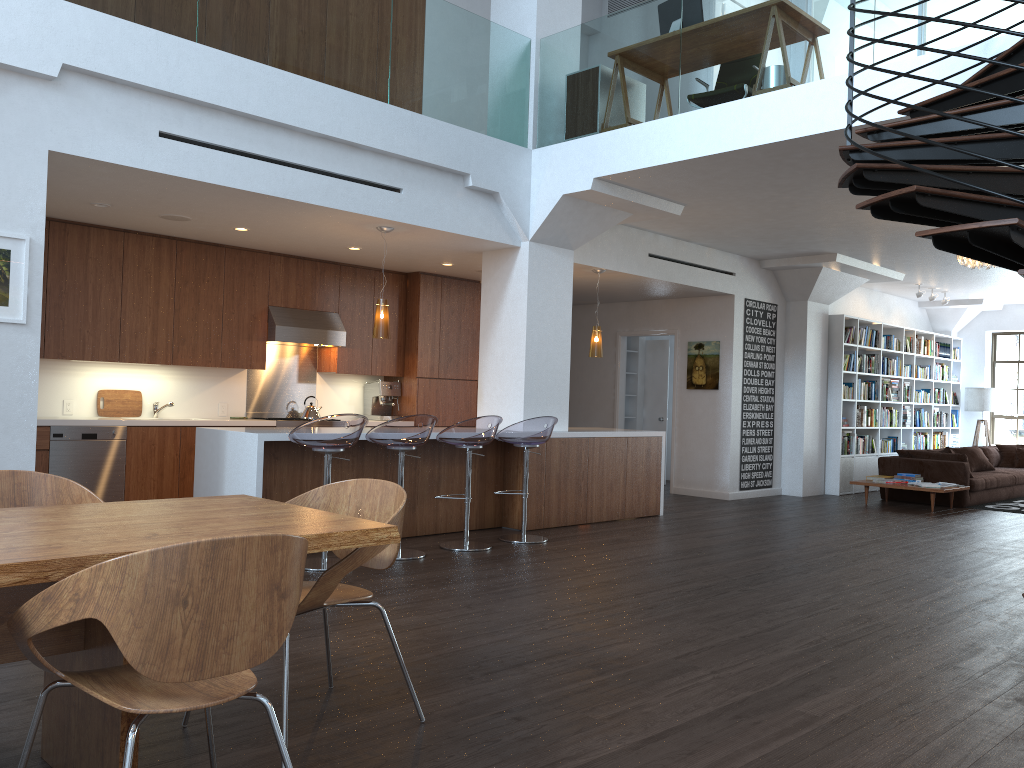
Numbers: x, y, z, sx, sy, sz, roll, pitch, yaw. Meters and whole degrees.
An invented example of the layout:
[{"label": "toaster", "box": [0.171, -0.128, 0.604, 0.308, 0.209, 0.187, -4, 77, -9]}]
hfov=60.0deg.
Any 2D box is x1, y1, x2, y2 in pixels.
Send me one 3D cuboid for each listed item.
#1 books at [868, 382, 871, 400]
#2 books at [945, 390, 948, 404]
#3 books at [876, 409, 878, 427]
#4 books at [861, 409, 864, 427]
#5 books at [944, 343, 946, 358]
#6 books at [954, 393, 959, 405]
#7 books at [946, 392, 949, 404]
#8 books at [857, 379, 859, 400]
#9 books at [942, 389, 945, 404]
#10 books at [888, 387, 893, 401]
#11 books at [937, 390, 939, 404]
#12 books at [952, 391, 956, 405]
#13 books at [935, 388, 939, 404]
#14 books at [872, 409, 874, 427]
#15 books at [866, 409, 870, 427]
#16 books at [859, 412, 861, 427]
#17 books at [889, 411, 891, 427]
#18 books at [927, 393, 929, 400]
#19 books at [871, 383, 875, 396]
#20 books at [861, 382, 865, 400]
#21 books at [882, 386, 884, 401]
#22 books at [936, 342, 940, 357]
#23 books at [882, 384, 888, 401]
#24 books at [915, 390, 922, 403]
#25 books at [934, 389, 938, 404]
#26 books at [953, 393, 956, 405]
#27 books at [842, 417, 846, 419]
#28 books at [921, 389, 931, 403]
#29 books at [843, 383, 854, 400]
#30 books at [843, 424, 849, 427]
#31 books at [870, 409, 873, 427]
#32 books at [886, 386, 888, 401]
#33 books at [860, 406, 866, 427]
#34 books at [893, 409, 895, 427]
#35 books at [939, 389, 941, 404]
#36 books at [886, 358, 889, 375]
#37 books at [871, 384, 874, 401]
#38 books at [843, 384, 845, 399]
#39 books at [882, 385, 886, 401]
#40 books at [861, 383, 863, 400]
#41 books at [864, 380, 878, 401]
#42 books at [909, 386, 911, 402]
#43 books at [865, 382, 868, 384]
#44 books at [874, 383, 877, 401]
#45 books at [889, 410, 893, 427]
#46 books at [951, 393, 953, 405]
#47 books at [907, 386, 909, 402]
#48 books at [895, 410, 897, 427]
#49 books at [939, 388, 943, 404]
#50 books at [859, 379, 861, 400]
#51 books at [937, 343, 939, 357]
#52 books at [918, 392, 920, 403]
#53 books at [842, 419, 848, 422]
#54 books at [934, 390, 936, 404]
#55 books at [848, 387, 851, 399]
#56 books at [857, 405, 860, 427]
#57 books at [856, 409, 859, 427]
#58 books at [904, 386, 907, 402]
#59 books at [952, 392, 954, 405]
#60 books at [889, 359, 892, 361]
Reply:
[{"label": "books", "box": [4.978, 0.104, 12.536, 0.034, 0.253, 0.182, 3, -1, -45]}, {"label": "books", "box": [7.077, 0.217, 14.637, 0.174, 0.236, 0.142, 1, -1, 45]}, {"label": "books", "box": [5.155, 0.485, 12.724, 0.034, 0.253, 0.183, 3, -1, -45]}, {"label": "books", "box": [4.824, 0.473, 12.403, 0.057, 0.246, 0.171, 3, -1, -45]}, {"label": "books", "box": [7.020, -0.547, 14.573, 0.042, 0.253, 0.183, 3, -1, -45]}, {"label": "books", "box": [7.418, 0.243, 14.966, 0.188, 0.215, 0.182, 3, -1, -45]}, {"label": "books", "box": [7.122, 0.233, 14.671, 0.161, 0.207, 0.135, 1, -1, 45]}, {"label": "books", "box": [4.697, 0.075, 12.272, 0.065, 0.283, 0.197, 3, -1, -45]}, {"label": "books", "box": [7.014, 0.204, 14.573, 0.042, 0.253, 0.183, 3, -1, -45]}, {"label": "books", "box": [5.504, 0.153, 13.060, 0.161, 0.207, 0.135, 1, -1, 45]}, {"label": "books", "box": [6.825, 0.210, 14.371, 0.032, 0.223, 0.161, 3, -1, -45]}, {"label": "books", "box": [7.364, 0.237, 14.944, 0.173, 0.226, 0.182, 3, -1, -45]}, {"label": "books", "box": [6.842, 0.196, 14.408, 0.042, 0.253, 0.183, 3, -1, -45]}, {"label": "books", "box": [5.058, 0.480, 12.628, 0.034, 0.253, 0.183, 3, -1, -45]}, {"label": "books", "box": [4.975, 0.480, 12.548, 0.057, 0.246, 0.171, 3, -1, -45]}, {"label": "books", "box": [4.769, 0.489, 12.330, 0.048, 0.207, 0.144, 3, -1, -45]}, {"label": "books", "box": [5.480, 0.508, 13.054, 0.174, 0.240, 0.045, 1, -1, 45]}, {"label": "books", "box": [6.548, 0.224, 14.077, 0.020, 0.167, 0.120, 3, -1, -45]}, {"label": "books", "box": [5.073, 0.109, 12.639, 0.034, 0.253, 0.182, 3, -1, -45]}, {"label": "books", "box": [4.835, 0.100, 12.401, 0.057, 0.245, 0.170, 3, -1, -45]}, {"label": "books", "box": [5.307, 0.134, 12.866, 0.032, 0.223, 0.161, 3, -1, -45]}, {"label": "books", "box": [6.858, -0.555, 14.426, 0.042, 0.253, 0.183, 3, -1, -45]}, {"label": "books", "box": [5.411, 0.125, 12.983, 0.042, 0.253, 0.183, 3, -1, -45]}, {"label": "books", "box": [6.339, 0.194, 13.886, 0.042, 0.206, 0.140, 3, -1, -45]}, {"label": "books", "box": [6.769, 0.199, 14.321, 0.054, 0.240, 0.174, 3, -1, -45]}, {"label": "books", "box": [7.347, 0.243, 14.908, 0.162, 0.210, 0.167, 3, -1, -45]}, {"label": "books", "box": [4.444, 0.465, 12.060, 0.144, 0.025, 0.204, 1, -1, 35]}, {"label": "books", "box": [6.602, 0.195, 14.145, 0.042, 0.231, 0.140, 3, -1, -45]}, {"label": "books", "box": [4.613, 0.097, 12.164, 0.042, 0.231, 0.140, 3, -1, -45]}, {"label": "books", "box": [4.442, 0.560, 12.058, 0.197, 0.035, 0.284, 1, -1, 35]}, {"label": "books", "box": [5.032, 0.479, 12.608, 0.034, 0.253, 0.183, 3, -1, -45]}, {"label": "books", "box": [5.395, 0.139, 12.947, 0.032, 0.223, 0.161, 3, -1, -45]}, {"label": "books", "box": [4.882, 0.453, 12.463, 0.053, 0.290, 0.176, 3, -1, -45]}, {"label": "books", "box": [5.569, 0.503, 13.138, 0.180, 0.259, 0.060, 1, -1, 45]}, {"label": "books", "box": [6.896, 0.202, 14.457, 0.039, 0.246, 0.171, 3, -1, -45]}, {"label": "books", "box": [5.419, -0.253, 12.969, 0.034, 0.253, 0.182, 3, -1, -45]}, {"label": "books", "box": [5.050, 0.114, 12.606, 0.045, 0.239, 0.174, 3, -1, -45]}, {"label": "books", "box": [4.431, 0.104, 11.985, 0.020, 0.200, 0.127, 3, -1, -45]}, {"label": "books", "box": [5.338, 0.128, 12.896, 0.054, 0.240, 0.174, 3, -1, -45]}, {"label": "books", "box": [4.800, 0.102, 12.362, 0.045, 0.239, 0.174, 3, -1, -45]}, {"label": "books", "box": [5.143, 0.093, 12.707, 0.102, 0.294, 0.176, 3, -1, -45]}, {"label": "books", "box": [6.010, 0.159, 13.574, 0.036, 0.246, 0.171, 3, -1, -45]}, {"label": "books", "box": [4.938, 0.102, 12.528, 0.034, 0.253, 0.182, 3, -1, -45]}, {"label": "books", "box": [5.105, 0.110, 12.655, 0.034, 0.253, 0.182, 3, -1, -45]}, {"label": "books", "box": [5.515, 0.503, 13.074, 0.183, 0.253, 0.034, 1, -1, 45]}, {"label": "books", "box": [7.285, 0.233, 14.831, 0.084, 0.222, 0.161, 3, -1, -45]}, {"label": "books", "box": [5.959, 0.155, 13.529, 0.039, 0.253, 0.183, 3, -1, -45]}, {"label": "books", "box": [5.634, 0.509, 13.211, 0.183, 0.253, 0.034, 1, -1, 45]}, {"label": "books", "box": [6.949, 0.198, 14.516, 0.042, 0.259, 0.180, 3, -1, -45]}, {"label": "books", "box": [4.743, 0.074, 12.312, 0.053, 0.290, 0.176, 3, -1, -45]}, {"label": "books", "box": [6.823, -0.542, 14.355, 0.032, 0.223, 0.161, 3, -1, -45]}, {"label": "books", "box": [6.288, 0.212, 13.818, 0.019, 0.167, 0.120, 3, -1, -45]}, {"label": "books", "box": [4.439, 0.493, 12.057, 0.174, 0.032, 0.254, 1, -1, 40]}, {"label": "books", "box": [6.737, 0.206, 14.291, 0.032, 0.223, 0.161, 3, -1, -45]}, {"label": "books", "box": [4.558, 0.127, 12.096, 0.020, 0.167, 0.120, 3, -1, -45]}, {"label": "books", "box": [4.742, 0.442, 12.294, 0.044, 0.298, 0.140, 3, -1, -45]}, {"label": "books", "box": [4.693, 0.465, 12.270, 0.057, 0.247, 0.189, 3, -1, -45]}, {"label": "books", "box": [5.892, 0.149, 13.447, 0.051, 0.251, 0.174, 3, -1, -45]}, {"label": "books", "box": [7.307, 0.236, 14.857, 0.101, 0.218, 0.161, 3, -1, -45]}, {"label": "books", "box": [5.525, -0.246, 13.084, 0.026, 0.250, 0.159, 3, -1, -45]}]
